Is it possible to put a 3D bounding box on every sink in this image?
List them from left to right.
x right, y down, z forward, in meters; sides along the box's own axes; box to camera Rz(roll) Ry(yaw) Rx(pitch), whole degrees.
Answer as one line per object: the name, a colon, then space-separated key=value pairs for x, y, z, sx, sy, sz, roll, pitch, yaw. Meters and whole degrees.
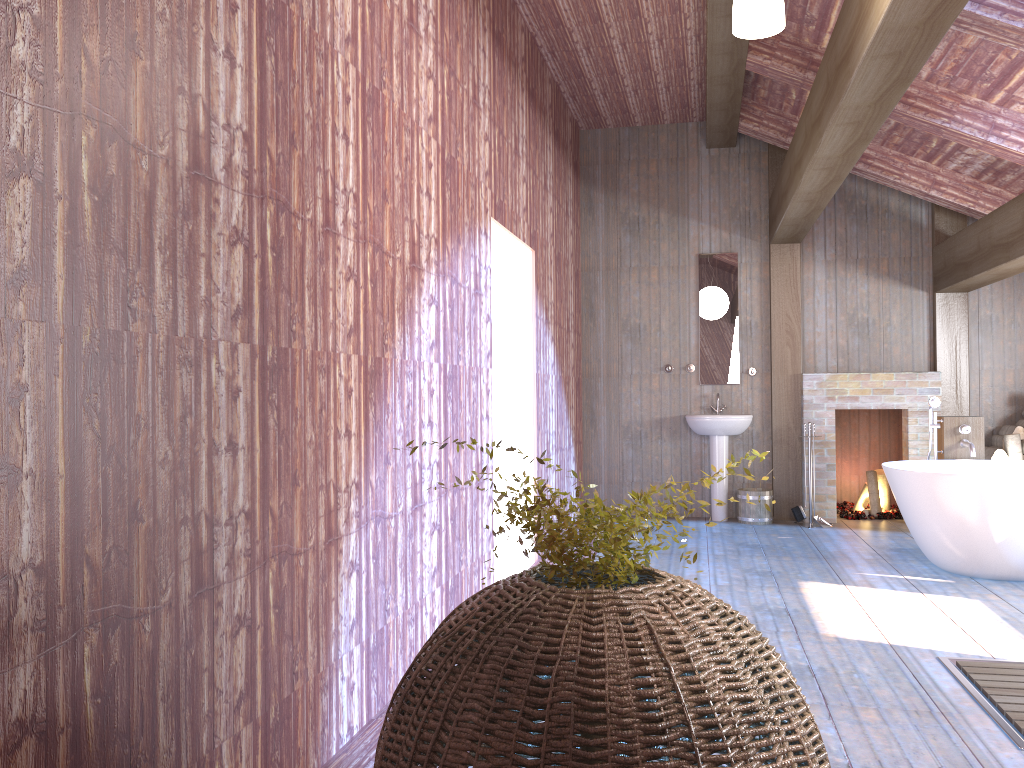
sink: x=1.838 y=0.652 z=7.860 sx=0.582 sy=1.143 sz=0.475 roll=-1 pitch=-1 yaw=11

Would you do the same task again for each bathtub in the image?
bathtub: x=3.376 y=0.633 z=5.564 sx=1.935 sy=1.109 sz=1.460 roll=-1 pitch=-1 yaw=34

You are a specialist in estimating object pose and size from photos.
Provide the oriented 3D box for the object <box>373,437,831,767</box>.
object: x=0.184 y=0.649 z=1.914 sx=0.972 sy=1.073 sz=0.970 roll=0 pitch=-1 yaw=-8

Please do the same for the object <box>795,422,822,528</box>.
object: x=2.530 y=0.768 z=7.609 sx=0.333 sy=0.888 sz=0.276 roll=0 pitch=-1 yaw=-36

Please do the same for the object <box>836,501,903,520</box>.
object: x=3.353 y=1.184 z=8.338 sx=0.829 sy=0.085 sz=0.935 roll=0 pitch=-1 yaw=-6

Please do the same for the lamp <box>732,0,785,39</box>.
lamp: x=0.832 y=-1.705 z=3.016 sx=0.174 sy=1.001 sz=0.174 roll=0 pitch=-1 yaw=-7

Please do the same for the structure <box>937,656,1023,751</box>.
structure: x=2.210 y=1.188 z=3.213 sx=1.000 sy=0.067 sz=1.000 roll=-1 pitch=-1 yaw=12

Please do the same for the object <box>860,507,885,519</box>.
object: x=3.273 y=1.167 z=8.038 sx=0.278 sy=0.084 sz=0.085 roll=0 pitch=-1 yaw=-32

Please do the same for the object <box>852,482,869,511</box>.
object: x=3.258 y=1.062 z=8.202 sx=0.221 sy=0.306 sz=0.121 roll=-1 pitch=-1 yaw=39

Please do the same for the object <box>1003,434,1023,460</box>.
object: x=4.063 y=0.551 z=7.178 sx=0.147 sy=0.298 sz=0.109 roll=-1 pitch=-1 yaw=15

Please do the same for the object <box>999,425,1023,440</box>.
object: x=4.163 y=0.401 z=7.375 sx=0.114 sy=0.113 sz=0.301 roll=-1 pitch=-1 yaw=10

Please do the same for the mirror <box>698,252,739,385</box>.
mirror: x=1.883 y=-0.592 z=8.074 sx=0.350 sy=1.199 sz=0.009 roll=-1 pitch=-1 yaw=12

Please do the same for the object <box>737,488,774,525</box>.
object: x=2.130 y=1.071 z=7.769 sx=0.309 sy=0.290 sz=0.308 roll=-1 pitch=-1 yaw=22

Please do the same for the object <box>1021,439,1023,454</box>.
object: x=4.226 y=0.509 z=7.319 sx=0.138 sy=0.147 sz=0.440 roll=-1 pitch=-1 yaw=12

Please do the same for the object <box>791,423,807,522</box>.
object: x=2.450 y=0.758 z=7.573 sx=0.136 sy=0.846 sz=0.062 roll=0 pitch=-1 yaw=-7

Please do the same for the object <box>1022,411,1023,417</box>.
object: x=4.309 y=0.263 z=7.311 sx=0.106 sy=0.112 sz=0.282 roll=-1 pitch=-1 yaw=13

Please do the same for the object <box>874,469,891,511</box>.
object: x=3.430 y=1.019 z=8.230 sx=0.140 sy=0.459 sz=0.266 roll=-1 pitch=-1 yaw=30

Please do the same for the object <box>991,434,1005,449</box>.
object: x=4.131 y=0.487 z=7.450 sx=0.108 sy=0.113 sz=0.302 roll=-1 pitch=-1 yaw=12

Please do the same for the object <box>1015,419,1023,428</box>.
object: x=4.254 y=0.354 z=7.307 sx=0.115 sy=0.123 sz=0.291 roll=-1 pitch=-1 yaw=13

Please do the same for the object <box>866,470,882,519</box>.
object: x=3.276 y=1.003 z=8.030 sx=0.098 sy=0.434 sz=0.283 roll=-1 pitch=-1 yaw=10

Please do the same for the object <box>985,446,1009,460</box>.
object: x=3.979 y=0.594 z=7.380 sx=0.139 sy=0.137 sz=0.455 roll=-1 pitch=-1 yaw=10

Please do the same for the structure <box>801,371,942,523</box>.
structure: x=3.117 y=0.562 z=7.733 sx=1.130 sy=1.330 sz=0.226 roll=-1 pitch=-1 yaw=12

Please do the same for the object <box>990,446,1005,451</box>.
object: x=4.090 y=0.570 z=7.456 sx=0.099 sy=0.093 sz=0.280 roll=-1 pitch=-1 yaw=13

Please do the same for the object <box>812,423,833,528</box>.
object: x=2.591 y=0.769 z=7.531 sx=0.126 sy=0.871 sz=0.206 roll=0 pitch=-1 yaw=-35
